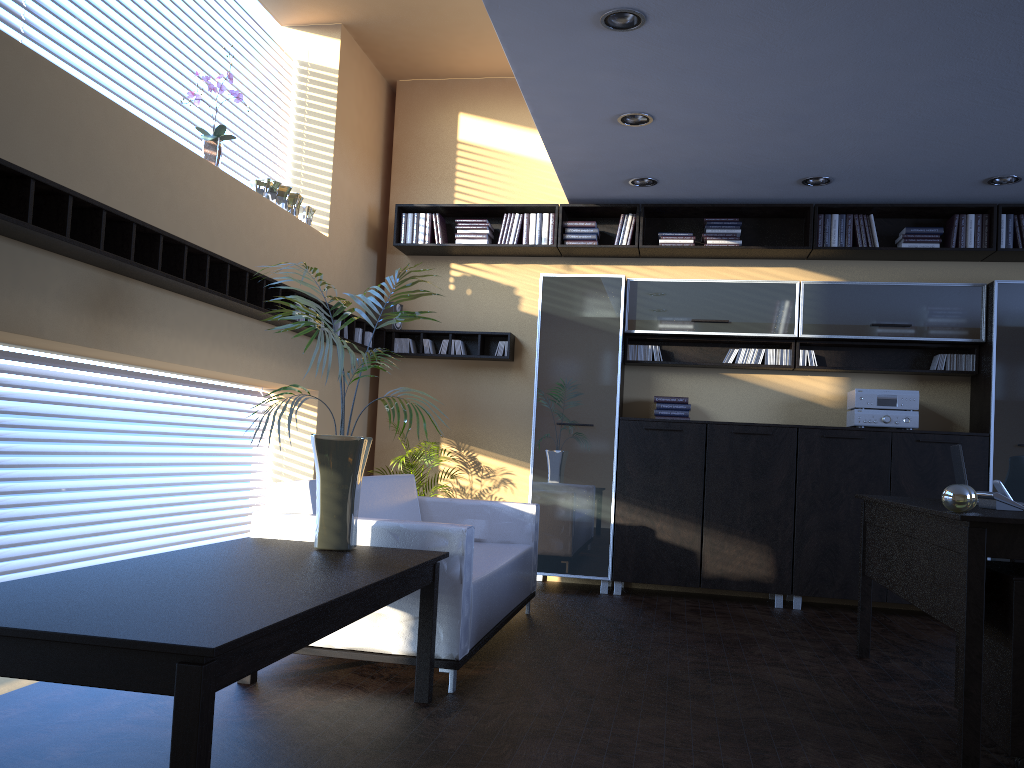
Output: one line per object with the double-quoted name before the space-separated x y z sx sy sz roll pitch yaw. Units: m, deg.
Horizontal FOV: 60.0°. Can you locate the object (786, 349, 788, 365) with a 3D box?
"object" 2.090 -0.196 6.773 0.009 0.120 0.142 2 -4 11

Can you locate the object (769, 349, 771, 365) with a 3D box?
"object" 1.972 -0.200 6.801 0.006 0.118 0.140 2 -4 11

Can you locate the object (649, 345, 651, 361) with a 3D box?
"object" 1.088 -0.234 6.961 0.009 0.120 0.142 2 -4 11

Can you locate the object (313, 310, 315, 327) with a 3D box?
"object" -1.392 -0.440 5.935 0.140 0.118 0.006 2 -3 11

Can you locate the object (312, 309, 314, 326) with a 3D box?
"object" -1.394 -0.442 5.904 0.142 0.120 0.009 2 -3 10

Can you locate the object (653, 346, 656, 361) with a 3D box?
"object" 1.119 -0.233 6.956 0.026 0.117 0.140 2 -4 11

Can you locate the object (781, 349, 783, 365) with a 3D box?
"object" 2.061 -0.197 6.784 0.009 0.120 0.142 2 -4 11

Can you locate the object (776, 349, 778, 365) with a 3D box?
"object" 2.020 -0.199 6.783 0.009 0.120 0.142 2 -4 11

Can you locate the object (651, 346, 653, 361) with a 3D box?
"object" 1.099 -0.233 6.964 0.009 0.120 0.142 2 -4 11

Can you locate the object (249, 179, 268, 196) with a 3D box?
"object" -1.610 -1.224 5.614 0.090 0.113 0.094 6 -5 -44

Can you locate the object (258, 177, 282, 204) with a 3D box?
"object" -1.585 -1.236 5.744 0.126 0.159 0.133 1 -4 31

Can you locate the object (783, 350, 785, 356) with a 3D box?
"object" 2.072 -0.196 6.787 0.009 0.120 0.142 2 -4 11

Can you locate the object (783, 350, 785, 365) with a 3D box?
"object" 2.071 -0.196 6.781 0.006 0.118 0.140 2 -4 11

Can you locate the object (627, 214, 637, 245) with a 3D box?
"object" 0.945 -1.183 6.970 0.075 0.259 0.208 2 -3 10

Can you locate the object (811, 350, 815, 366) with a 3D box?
"object" 2.278 -0.188 6.742 0.030 0.120 0.142 2 -4 11

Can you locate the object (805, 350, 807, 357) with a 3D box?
"object" 2.227 -0.190 6.749 0.009 0.120 0.142 2 -4 11

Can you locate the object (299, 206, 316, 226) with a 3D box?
"object" -1.478 -1.182 6.319 0.117 0.149 0.124 2 -3 11

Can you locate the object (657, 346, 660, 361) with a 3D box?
"object" 1.149 -0.232 6.948 0.030 0.120 0.142 2 -4 11

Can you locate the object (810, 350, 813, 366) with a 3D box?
"object" 2.267 -0.189 6.741 0.030 0.120 0.142 2 -4 11

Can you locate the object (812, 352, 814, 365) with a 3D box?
"object" 2.278 -0.188 6.739 0.026 0.117 0.140 2 -4 11

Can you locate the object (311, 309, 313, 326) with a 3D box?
"object" -1.396 -0.443 5.894 0.142 0.120 0.009 2 -3 11

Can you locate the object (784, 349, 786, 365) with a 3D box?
"object" 2.080 -0.196 6.774 0.009 0.120 0.142 2 -4 11

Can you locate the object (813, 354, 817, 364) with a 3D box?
"object" 2.293 -0.186 6.739 0.040 0.118 0.142 2 -4 11

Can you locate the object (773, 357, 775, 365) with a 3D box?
"object" 2.001 -0.199 6.790 0.009 0.120 0.142 2 -4 11

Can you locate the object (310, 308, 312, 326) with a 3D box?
"object" -1.395 -0.444 5.873 0.142 0.120 0.009 2 -3 11

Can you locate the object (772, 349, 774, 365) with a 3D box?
"object" 1.990 -0.200 6.788 0.009 0.120 0.142 2 -4 11

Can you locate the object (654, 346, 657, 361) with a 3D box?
"object" 1.129 -0.232 6.955 0.030 0.120 0.142 2 -4 11

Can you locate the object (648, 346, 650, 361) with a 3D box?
"object" 1.079 -0.234 6.963 0.006 0.118 0.140 2 -4 11

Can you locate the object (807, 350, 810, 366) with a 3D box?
"object" 2.248 -0.189 6.747 0.026 0.117 0.140 2 -4 11

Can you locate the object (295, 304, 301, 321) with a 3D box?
"object" -1.434 -0.458 5.695 0.142 0.118 0.040 2 -3 10

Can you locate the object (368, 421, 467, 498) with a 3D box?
"object" -0.722 0.900 6.876 0.689 1.239 0.842 0 -4 44

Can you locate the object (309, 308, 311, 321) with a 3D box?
"object" -1.399 -0.445 5.863 0.142 0.120 0.009 2 -3 11

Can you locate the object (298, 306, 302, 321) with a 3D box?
"object" -1.428 -0.458 5.718 0.142 0.120 0.009 2 -3 11

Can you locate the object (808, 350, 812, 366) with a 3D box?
"object" 2.257 -0.189 6.742 0.030 0.120 0.142 2 -4 11

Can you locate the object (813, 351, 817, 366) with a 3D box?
"object" 2.293 -0.187 6.737 0.036 0.116 0.140 2 -4 11

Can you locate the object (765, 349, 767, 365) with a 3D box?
"object" 1.941 -0.201 6.802 0.009 0.120 0.142 2 -4 11

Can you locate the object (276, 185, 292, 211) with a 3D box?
"object" -1.555 -1.228 5.921 0.137 0.173 0.144 5 -4 -29

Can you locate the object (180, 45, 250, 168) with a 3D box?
"object" -1.697 -1.559 5.100 0.352 0.694 0.437 4 -3 -10

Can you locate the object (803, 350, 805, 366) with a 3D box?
"object" 2.217 -0.191 6.751 0.009 0.120 0.142 2 -4 11

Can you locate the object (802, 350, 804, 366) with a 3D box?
"object" 2.206 -0.192 6.748 0.009 0.120 0.142 2 -4 11

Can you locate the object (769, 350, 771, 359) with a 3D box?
"object" 1.972 -0.200 6.804 0.009 0.120 0.142 2 -4 11

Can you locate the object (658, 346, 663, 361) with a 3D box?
"object" 1.164 -0.230 6.948 0.040 0.118 0.142 2 -4 11

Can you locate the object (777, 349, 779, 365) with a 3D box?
"object" 2.032 -0.197 6.792 0.009 0.120 0.142 2 -4 11

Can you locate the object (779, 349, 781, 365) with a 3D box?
"object" 2.040 -0.198 6.781 0.009 0.120 0.142 2 -4 11

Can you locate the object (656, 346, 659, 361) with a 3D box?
"object" 1.140 -0.231 6.957 0.030 0.120 0.142 2 -4 11

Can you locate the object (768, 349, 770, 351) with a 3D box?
"object" 1.962 -0.200 6.801 0.009 0.120 0.142 2 -4 11

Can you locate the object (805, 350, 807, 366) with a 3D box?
"object" 2.227 -0.191 6.748 0.006 0.118 0.140 2 -4 11

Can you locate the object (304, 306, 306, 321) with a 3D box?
"object" -1.418 -0.452 5.789 0.140 0.118 0.006 2 -3 10

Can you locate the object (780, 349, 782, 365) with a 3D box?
"object" 2.050 -0.197 6.781 0.009 0.120 0.142 2 -4 11

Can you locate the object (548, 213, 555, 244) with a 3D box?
"object" 0.332 -1.207 7.082 0.050 0.258 0.208 2 -3 10

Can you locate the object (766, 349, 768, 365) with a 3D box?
"object" 1.951 -0.201 6.798 0.009 0.120 0.142 2 -4 11

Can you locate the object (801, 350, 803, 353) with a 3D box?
"object" 2.197 -0.192 6.754 0.009 0.120 0.142 2 -4 11

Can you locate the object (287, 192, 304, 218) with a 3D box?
"object" -1.519 -1.213 6.096 0.137 0.173 0.144 3 -3 1
